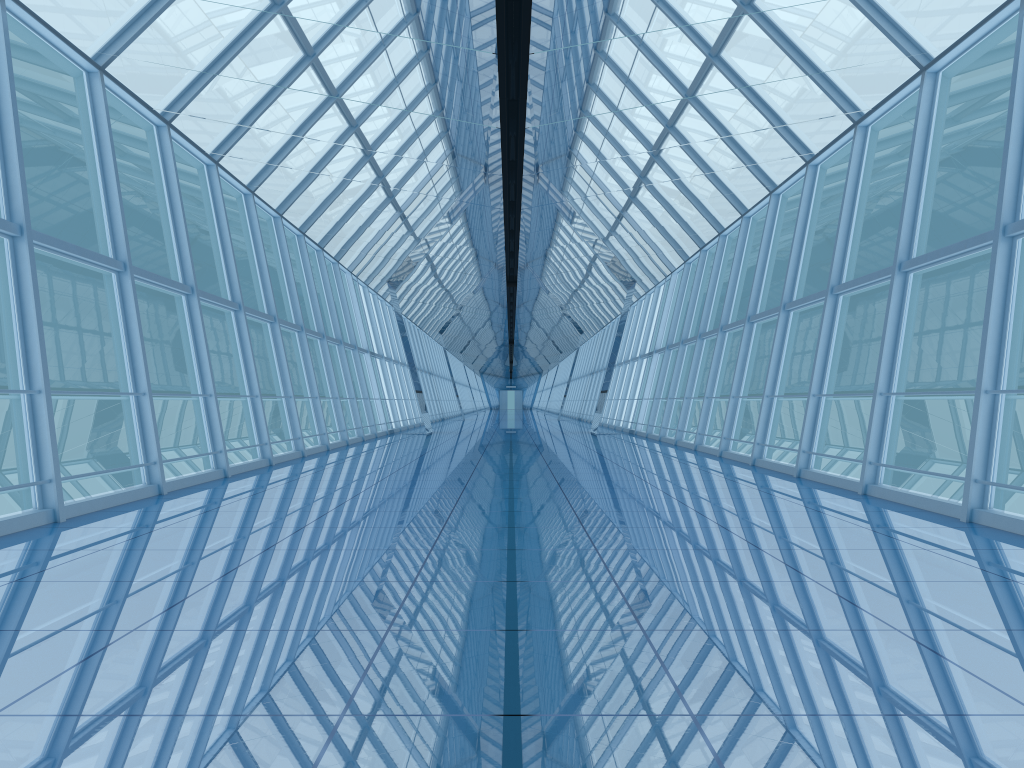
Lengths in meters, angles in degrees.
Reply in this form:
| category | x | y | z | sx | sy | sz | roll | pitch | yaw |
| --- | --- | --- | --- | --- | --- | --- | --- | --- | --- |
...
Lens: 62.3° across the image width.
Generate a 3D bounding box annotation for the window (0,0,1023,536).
| category | x | y | z | sx | sy | sz | roll | pitch | yaw |
| --- | --- | --- | --- | --- | --- | --- | --- | --- | --- |
| window | -0.047 | -0.412 | 51.661 | 9.925 | 4.939 | 105.372 | 0 | -1 | 0 |
